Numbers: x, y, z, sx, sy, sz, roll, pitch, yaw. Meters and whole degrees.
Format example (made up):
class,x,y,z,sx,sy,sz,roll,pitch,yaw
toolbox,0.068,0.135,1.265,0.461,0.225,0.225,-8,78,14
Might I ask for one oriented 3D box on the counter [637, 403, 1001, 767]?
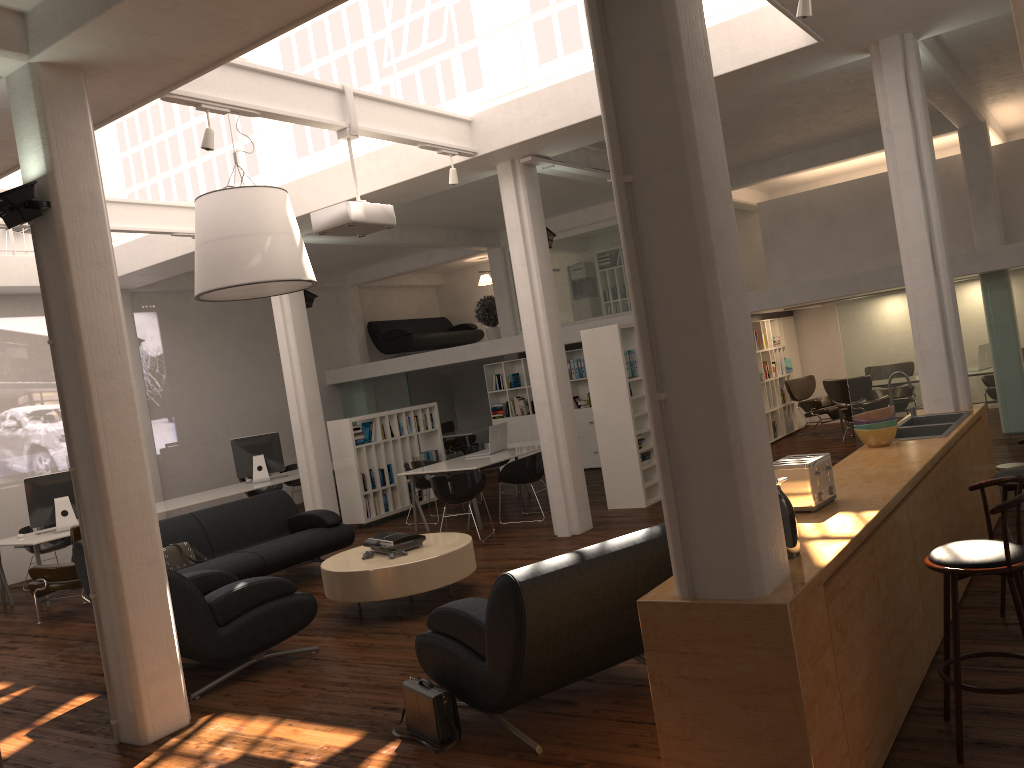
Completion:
class,x,y,z,sx,sy,sz,roll,pitch,yaw
counter,2.837,1.148,6.621,0.689,1.141,6.858,-8,1,34

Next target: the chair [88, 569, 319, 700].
class,x,y,z,sx,sy,sz,roll,pitch,yaw
chair,-2.806,2.051,8.113,1.481,1.130,1.454,-10,1,-44

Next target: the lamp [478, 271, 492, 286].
class,x,y,z,sx,sy,sz,roll,pitch,yaw
lamp,0.078,-2.878,22.699,2.635,0.513,0.447,-8,1,44

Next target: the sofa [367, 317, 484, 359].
class,x,y,z,sx,sy,sz,roll,pitch,yaw
sofa,-2.226,-1.278,23.663,1.467,1.119,3.087,-8,1,34

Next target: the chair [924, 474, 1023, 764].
class,x,y,z,sx,sy,sz,roll,pitch,yaw
chair,2.461,1.178,4.543,0.592,1.362,0.665,-9,1,21

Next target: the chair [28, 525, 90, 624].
class,x,y,z,sx,sy,sz,roll,pitch,yaw
chair,-5.792,2.433,11.831,0.991,1.183,0.994,-9,1,10

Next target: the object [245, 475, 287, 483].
class,x,y,z,sx,sy,sz,roll,pitch,yaw
object,-4.719,1.822,17.052,0.804,0.032,0.217,-9,1,-11

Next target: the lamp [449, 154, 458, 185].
class,x,y,z,sx,sy,sz,roll,pitch,yaw
lamp,-0.723,-2.589,10.736,0.136,0.357,0.117,-8,1,41

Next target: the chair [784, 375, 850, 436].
class,x,y,z,sx,sy,sz,roll,pitch,yaw
chair,6.331,0.418,18.341,0.994,1.183,0.991,-10,1,-35

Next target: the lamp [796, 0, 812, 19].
class,x,y,z,sx,sy,sz,roll,pitch,yaw
lamp,2.223,-2.976,6.787,0.136,0.357,0.117,-8,1,41

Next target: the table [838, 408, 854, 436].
class,x,y,z,sx,sy,sz,roll,pitch,yaw
table,8.091,0.295,16.548,3.900,0.947,1.040,-8,1,34

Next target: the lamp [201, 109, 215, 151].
class,x,y,z,sx,sy,sz,roll,pitch,yaw
lamp,-2.700,-2.233,7.813,0.136,0.357,0.117,-9,1,28

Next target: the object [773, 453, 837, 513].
class,x,y,z,sx,sy,sz,roll,pitch,yaw
object,1.783,0.606,5.430,0.291,0.296,0.385,-8,1,39

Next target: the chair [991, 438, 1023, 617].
class,x,y,z,sx,sy,sz,roll,pitch,yaw
chair,3.754,0.947,6.289,0.665,1.362,0.592,-10,1,-44

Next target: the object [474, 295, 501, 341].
class,x,y,z,sx,sy,sz,roll,pitch,yaw
object,-0.464,-1.527,20.755,0.793,1.127,0.770,-8,1,33

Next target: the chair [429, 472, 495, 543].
class,x,y,z,sx,sy,sz,roll,pitch,yaw
chair,-0.738,1.722,12.560,0.795,1.004,0.757,-9,1,9

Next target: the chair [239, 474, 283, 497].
class,x,y,z,sx,sy,sz,roll,pitch,yaw
chair,-5.061,2.325,17.907,0.757,1.004,0.795,-8,1,34

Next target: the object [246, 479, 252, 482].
class,x,y,z,sx,sy,sz,roll,pitch,yaw
object,-5.110,1.869,17.239,0.108,0.052,0.194,-9,1,-9

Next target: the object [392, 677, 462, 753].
class,x,y,z,sx,sy,sz,roll,pitch,yaw
object,-0.563,2.114,5.796,0.271,0.376,0.618,-10,1,-40

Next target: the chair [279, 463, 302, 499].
class,x,y,z,sx,sy,sz,roll,pitch,yaw
chair,-4.545,2.225,19.119,0.795,1.004,0.757,-9,1,-11

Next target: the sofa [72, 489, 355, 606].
class,x,y,z,sx,sy,sz,roll,pitch,yaw
sofa,-3.571,2.133,11.081,1.467,1.119,3.087,-8,1,34

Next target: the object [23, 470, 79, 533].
class,x,y,z,sx,sy,sz,roll,pitch,yaw
object,-6.799,1.774,13.366,0.886,0.888,0.347,-10,1,-36

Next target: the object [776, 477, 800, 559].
class,x,y,z,sx,sy,sz,roll,pitch,yaw
object,1.279,0.649,4.370,0.201,0.400,0.232,-10,1,-34

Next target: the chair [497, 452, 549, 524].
class,x,y,z,sx,sy,sz,roll,pitch,yaw
chair,0.238,1.552,13.569,0.757,1.004,0.795,-9,1,29

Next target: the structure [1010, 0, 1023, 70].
class,x,y,z,sx,sy,sz,roll,pitch,yaw
structure,4.190,-1.885,6.201,0.825,6.780,6.217,-8,1,34

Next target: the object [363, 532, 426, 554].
class,x,y,z,sx,sy,sz,roll,pitch,yaw
object,-1.264,1.697,9.525,0.471,0.163,0.558,-10,1,-36

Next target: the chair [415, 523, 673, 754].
class,x,y,z,sx,sy,sz,roll,pitch,yaw
chair,0.284,1.594,6.012,1.454,1.130,1.481,-10,1,-34

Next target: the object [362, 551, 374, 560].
class,x,y,z,sx,sy,sz,roll,pitch,yaw
object,-1.517,1.792,9.325,0.119,0.062,0.193,-9,1,-5

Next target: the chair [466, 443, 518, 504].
class,x,y,z,sx,sy,sz,roll,pitch,yaw
chair,-0.421,1.614,16.360,0.795,1.004,0.757,-9,1,-21

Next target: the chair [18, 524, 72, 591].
class,x,y,z,sx,sy,sz,roll,pitch,yaw
chair,-7.487,2.762,14.322,0.757,1.004,0.795,-8,1,39

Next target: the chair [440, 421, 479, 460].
class,x,y,z,sx,sy,sz,roll,pitch,yaw
chair,-1.497,1.579,23.497,0.991,1.183,0.994,-8,1,35

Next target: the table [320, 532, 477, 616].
class,x,y,z,sx,sy,sz,roll,pitch,yaw
table,-1.183,2.058,9.476,1.616,0.570,1.616,-9,1,28

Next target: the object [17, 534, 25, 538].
class,x,y,z,sx,sy,sz,roll,pitch,yaw
object,-7.420,2.292,13.393,0.108,0.052,0.194,-10,1,-37

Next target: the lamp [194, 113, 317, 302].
class,x,y,z,sx,sy,sz,roll,pitch,yaw
lamp,-3.286,-3.185,10.234,1.386,4.284,1.386,-10,1,-41

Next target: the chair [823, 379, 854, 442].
class,x,y,z,sx,sy,sz,roll,pitch,yaw
chair,6.526,0.414,16.589,0.991,1.183,0.994,-10,1,-40

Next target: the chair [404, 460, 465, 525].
class,x,y,z,sx,sy,sz,roll,pitch,yaw
chair,-1.367,1.786,14.892,0.757,1.004,0.795,-8,1,34

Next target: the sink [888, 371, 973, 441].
class,x,y,z,sx,sy,sz,roll,pitch,yaw
sink,3.821,0.240,8.231,0.596,0.774,1.757,-8,1,34

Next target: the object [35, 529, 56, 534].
class,x,y,z,sx,sy,sz,roll,pitch,yaw
object,-6.929,2.221,13.731,0.804,0.032,0.217,-10,1,-36

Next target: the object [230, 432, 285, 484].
class,x,y,z,sx,sy,sz,roll,pitch,yaw
object,-4.757,1.402,16.637,0.886,0.888,0.347,-9,1,-11

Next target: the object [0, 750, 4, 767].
class,x,y,z,sx,sy,sz,roll,pitch,yaw
object,-3.634,2.550,6.009,0.415,0.465,0.311,-9,1,18

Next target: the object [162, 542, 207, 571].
class,x,y,z,sx,sy,sz,roll,pitch,yaw
object,-4.012,2.081,10.676,0.586,0.352,0.331,-10,1,-40

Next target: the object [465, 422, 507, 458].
class,x,y,z,sx,sy,sz,roll,pitch,yaw
object,-0.437,0.946,15.124,0.557,0.470,0.702,-9,1,24

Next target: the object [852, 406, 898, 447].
class,x,y,z,sx,sy,sz,roll,pitch,yaw
object,3.051,0.361,7.447,0.299,0.332,0.331,-9,1,-9

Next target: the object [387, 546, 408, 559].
class,x,y,z,sx,sy,sz,roll,pitch,yaw
object,-1.211,1.727,9.150,0.193,0.099,0.231,-10,1,-32
